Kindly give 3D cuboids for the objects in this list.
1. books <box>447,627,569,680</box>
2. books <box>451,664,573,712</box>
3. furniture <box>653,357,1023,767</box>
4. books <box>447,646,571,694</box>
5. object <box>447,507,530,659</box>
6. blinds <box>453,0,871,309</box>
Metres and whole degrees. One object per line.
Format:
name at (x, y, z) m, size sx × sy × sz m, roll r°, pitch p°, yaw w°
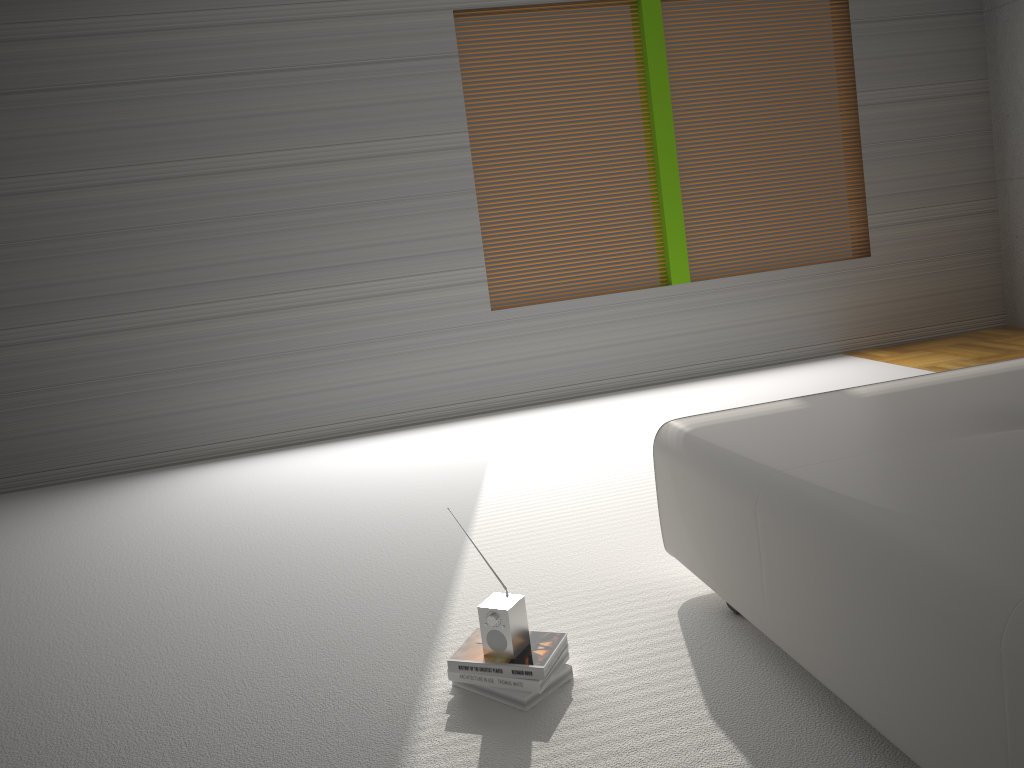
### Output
books at (-0.008, 0.698, 2.297) m, size 0.264 × 0.032 × 0.191 m, roll -3°, pitch 10°, yaw 23°
books at (-0.003, 0.760, 2.310) m, size 0.264 × 0.032 × 0.191 m, roll 2°, pitch 13°, yaw 42°
furniture at (1.461, 0.400, 1.897) m, size 1.615 × 0.518 × 2.185 m, roll -9°, pitch 10°, yaw -11°
books at (-0.007, 0.729, 2.307) m, size 0.264 × 0.032 × 0.191 m, roll -2°, pitch 11°, yaw 28°
object at (-0.077, 0.507, 2.291) m, size 0.185 × 0.363 × 0.091 m, roll -4°, pitch 6°, yaw 29°
blinds at (0.978, -1.584, 6.034) m, size 3.538 × 2.031 × 0.012 m, roll -9°, pitch 5°, yaw -12°
